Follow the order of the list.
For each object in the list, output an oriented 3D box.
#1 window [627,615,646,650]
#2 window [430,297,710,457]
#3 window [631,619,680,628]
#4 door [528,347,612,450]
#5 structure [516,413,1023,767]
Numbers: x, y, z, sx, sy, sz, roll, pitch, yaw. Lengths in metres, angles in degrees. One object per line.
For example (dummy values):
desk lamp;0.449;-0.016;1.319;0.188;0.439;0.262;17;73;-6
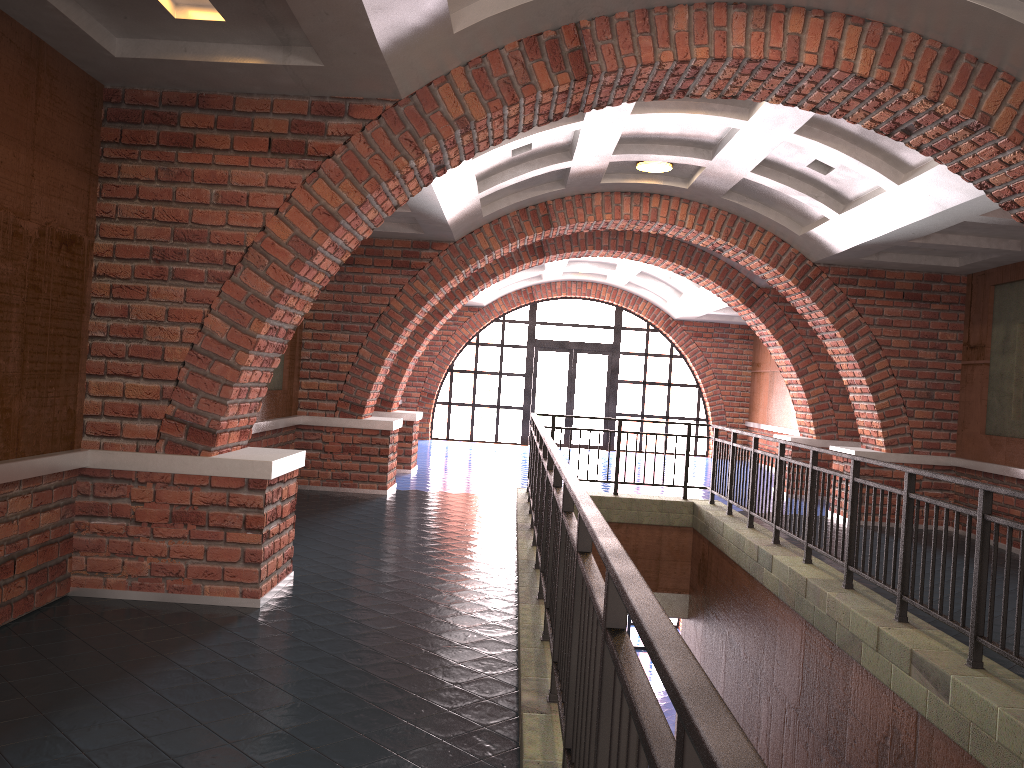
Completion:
window;1.127;4.148;19.979;6.353;3.471;0.100;4;0;0
window;1.406;-0.241;19.971;6.353;3.471;0.100;4;0;0
window;1.133;4.143;21.999;6.353;3.471;0.100;4;0;0
door;1.317;0.323;19.978;1.754;2.236;0.040;4;0;0
structure;1.150;3.261;5.442;2.464;5.665;11.177;4;0;0
